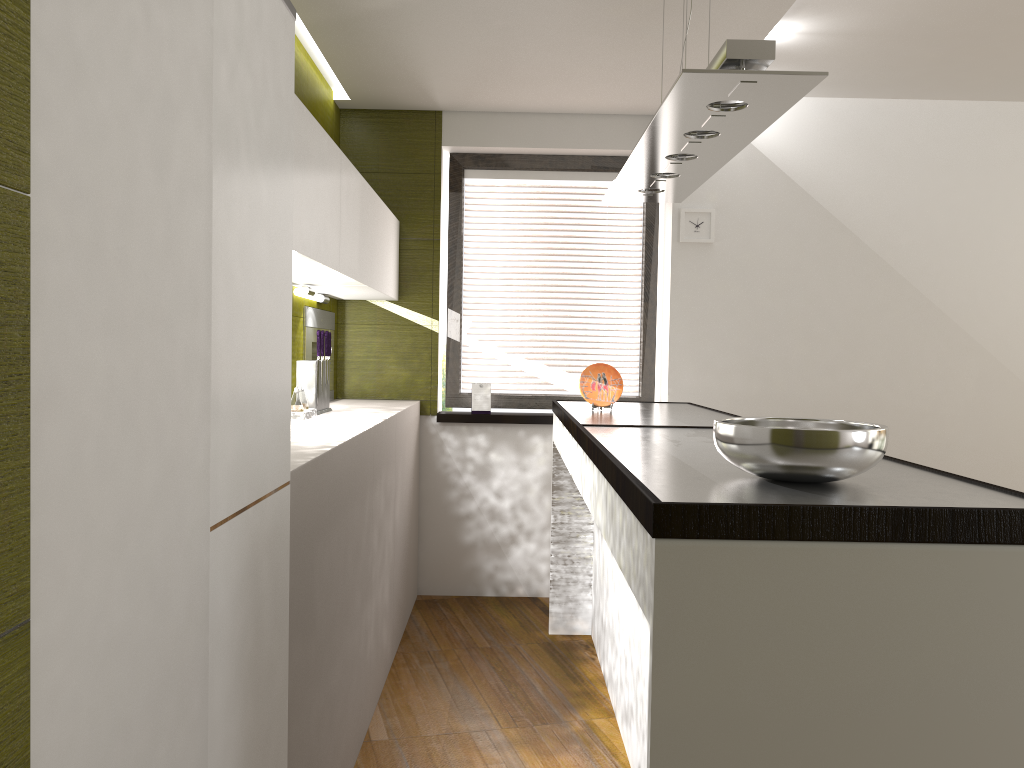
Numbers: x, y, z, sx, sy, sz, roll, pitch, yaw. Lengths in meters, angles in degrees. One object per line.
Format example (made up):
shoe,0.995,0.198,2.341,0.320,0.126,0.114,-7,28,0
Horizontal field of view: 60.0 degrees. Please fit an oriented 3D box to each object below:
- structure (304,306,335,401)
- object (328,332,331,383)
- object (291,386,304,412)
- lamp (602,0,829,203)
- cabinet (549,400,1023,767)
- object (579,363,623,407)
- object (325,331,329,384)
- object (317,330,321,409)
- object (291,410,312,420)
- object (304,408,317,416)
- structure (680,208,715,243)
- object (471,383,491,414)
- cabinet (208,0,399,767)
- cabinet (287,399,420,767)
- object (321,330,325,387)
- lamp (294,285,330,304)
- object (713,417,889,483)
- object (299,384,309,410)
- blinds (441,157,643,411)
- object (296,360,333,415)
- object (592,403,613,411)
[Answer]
structure,-0.948,-0.132,4.398,0.015,0.469,0.663,1,2,0
object,-0.806,-0.113,3.899,0.013,0.231,0.040,1,2,0
object,-0.839,0.066,3.449,0.059,0.121,0.059,-1,3,-44
lamp,0.544,-1.057,2.799,0.326,0.683,1.677,1,2,0
cabinet,0.524,0.700,2.824,0.663,1.134,2.947,1,2,0
object,0.361,0.003,3.596,0.184,0.178,0.055,1,2,-4
object,-0.805,-0.110,3.848,0.013,0.243,0.036,1,2,0
object,-0.806,-0.056,3.682,0.013,0.339,0.046,1,2,0
object,-0.840,0.121,3.451,0.107,0.032,0.107,1,2,0
object,-0.853,0.116,3.589,0.107,0.032,0.107,1,2,11
structure,0.991,-0.846,4.747,0.180,0.180,0.026,1,2,0
object,-0.171,0.080,4.915,0.106,0.169,0.057,1,2,-6
cabinet,-0.851,0.186,3.141,0.724,2.089,3.471,1,2,0
cabinet,-0.739,0.680,3.425,0.465,1.086,2.940,1,2,0
object,-0.805,-0.096,3.760,0.013,0.264,0.042,1,2,0
lamp,-0.906,-0.409,4.098,0.095,0.041,0.716,1,2,-1
object,0.535,0.125,1.661,0.311,0.105,0.311,2,2,13
object,-0.852,0.061,3.587,0.059,0.121,0.059,0,2,-33
blinds,-2.628,-3.246,7.922,9.030,12.704,16.000,3,3,39
object,-0.848,0.013,3.791,0.107,0.227,0.293,1,2,0
object,0.361,0.041,3.597,0.088,0.131,0.072,1,2,-5
